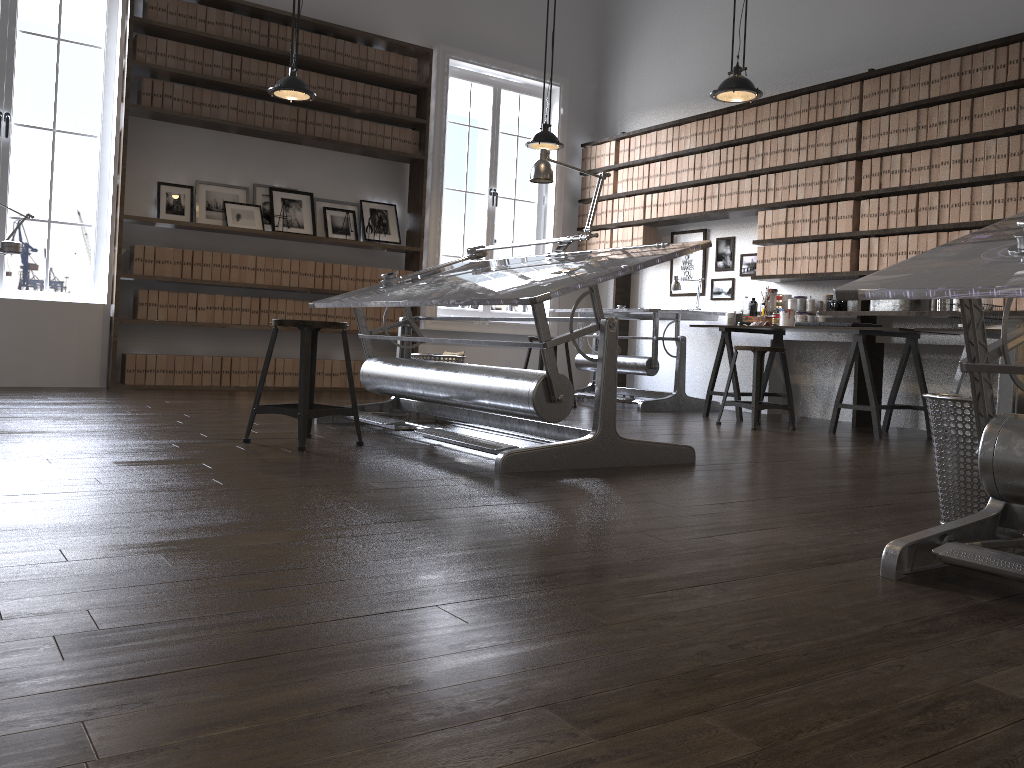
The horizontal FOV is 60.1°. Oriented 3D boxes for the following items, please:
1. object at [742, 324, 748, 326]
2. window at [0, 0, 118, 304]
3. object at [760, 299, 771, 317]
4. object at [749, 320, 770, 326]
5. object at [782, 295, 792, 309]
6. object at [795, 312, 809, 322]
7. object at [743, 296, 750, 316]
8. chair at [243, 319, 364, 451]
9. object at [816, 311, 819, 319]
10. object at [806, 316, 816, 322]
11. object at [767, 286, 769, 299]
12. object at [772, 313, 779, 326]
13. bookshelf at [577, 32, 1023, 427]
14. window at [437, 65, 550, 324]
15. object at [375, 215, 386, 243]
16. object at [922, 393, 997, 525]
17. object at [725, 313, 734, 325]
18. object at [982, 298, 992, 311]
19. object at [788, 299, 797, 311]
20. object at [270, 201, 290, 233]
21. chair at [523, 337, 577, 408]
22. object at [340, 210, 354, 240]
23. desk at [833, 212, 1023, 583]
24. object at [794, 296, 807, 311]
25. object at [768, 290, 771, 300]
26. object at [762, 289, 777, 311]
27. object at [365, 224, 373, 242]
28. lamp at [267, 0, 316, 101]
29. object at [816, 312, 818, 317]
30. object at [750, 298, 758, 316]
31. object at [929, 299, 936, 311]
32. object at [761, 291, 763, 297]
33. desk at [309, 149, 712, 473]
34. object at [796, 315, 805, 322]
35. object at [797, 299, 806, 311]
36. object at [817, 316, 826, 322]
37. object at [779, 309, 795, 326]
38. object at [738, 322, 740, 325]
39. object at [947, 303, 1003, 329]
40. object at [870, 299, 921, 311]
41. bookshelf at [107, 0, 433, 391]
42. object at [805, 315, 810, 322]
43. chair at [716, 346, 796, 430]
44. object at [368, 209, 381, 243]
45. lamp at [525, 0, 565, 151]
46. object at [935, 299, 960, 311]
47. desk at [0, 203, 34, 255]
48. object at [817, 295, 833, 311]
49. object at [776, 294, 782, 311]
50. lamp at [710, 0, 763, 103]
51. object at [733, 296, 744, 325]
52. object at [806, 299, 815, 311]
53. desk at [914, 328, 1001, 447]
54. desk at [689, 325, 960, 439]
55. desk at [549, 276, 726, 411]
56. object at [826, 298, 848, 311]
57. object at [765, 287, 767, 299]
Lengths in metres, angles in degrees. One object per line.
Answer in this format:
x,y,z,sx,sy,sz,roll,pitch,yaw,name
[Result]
1.692,-0.423,6.390,0.011,0.017,0.172,3,3,-3,object
-3.538,-1.770,6.151,1.481,2.498,0.153,2,0,-34,window
1.996,-0.561,6.537,0.344,0.146,0.077,2,0,-12,object
1.761,-0.428,6.305,0.132,0.050,0.197,3,3,-5,object
2.079,-0.610,6.703,0.070,0.130,0.070,3,0,4,object
2.082,-0.454,6.362,0.094,0.128,0.095,2,1,-30,object
1.752,-0.541,6.651,0.068,0.237,0.069,3,0,-37,object
-0.862,-0.002,3.732,0.359,0.528,0.371,3,1,34,chair
2.162,-0.454,6.290,0.004,0.133,0.029,3,0,-39,object
2.106,-0.434,6.237,0.062,0.093,0.063,3,1,15,object
1.876,-0.610,6.513,0.021,0.228,0.007,3,0,-22,object
1.897,-0.456,6.374,0.049,0.112,0.050,3,0,-38,object
3.328,-0.483,4.959,0.373,3.206,9.193,3,2,-34,bookshelf
-0.195,-1.716,8.279,1.243,2.310,0.153,3,0,-34,window
-1.134,-1.322,7.612,0.110,0.262,0.040,3,0,-34,object
1.364,0.228,2.543,0.353,0.378,0.353,3,1,-13,object
1.640,-0.481,6.661,0.068,0.104,0.068,2,1,-30,object
2.893,-0.501,5.433,0.094,0.128,0.095,2,1,-27,object
2.080,-0.581,6.571,0.062,0.094,0.062,3,1,41,object
-1.849,-1.331,7.065,0.174,0.260,0.040,2,0,-34,object
0.269,-0.089,6.749,0.358,0.528,0.372,2,1,-26,chair
-1.379,-1.323,7.401,0.124,0.260,0.040,3,0,-34,object
1.759,-0.208,1.491,1.075,1.386,2.072,2,2,-34,desk
2.165,-0.593,6.645,0.094,0.128,0.095,3,1,-4,object
1.873,-0.596,6.501,0.006,0.193,0.055,3,0,-35,object
1.960,-0.636,6.747,0.107,0.177,0.107,2,1,-33,object
-1.208,-1.272,7.486,0.066,0.166,0.040,3,0,-34,object
-1.388,-3.017,5.811,0.311,2.253,0.312,3,0,35,lamp
2.154,-0.455,6.293,0.005,0.118,0.036,3,0,-40,object
1.822,-0.536,6.699,0.068,0.230,0.069,3,0,-37,object
2.780,-0.552,5.810,0.079,0.188,0.078,3,0,35,object
1.858,-0.591,6.515,0.008,0.186,0.071,3,0,-33,object
-0.123,-0.428,4.264,1.075,1.386,2.284,2,2,-34,desk
2.039,-0.438,6.258,0.062,0.094,0.062,3,1,6,object
2.130,-0.576,6.522,0.062,0.093,0.063,3,1,41,object
2.172,-0.431,6.226,0.062,0.094,0.062,3,1,15,object
1.967,-0.465,6.341,0.104,0.142,0.105,2,1,-42,object
1.694,-0.439,6.553,0.049,0.037,0.049,2,2,-38,object
2.715,-0.385,5.193,0.284,0.161,0.204,1,2,-34,object
2.576,-0.558,5.954,0.192,0.152,0.317,2,2,-35,object
-1.916,-1.100,7.213,2.471,3.724,0.413,2,0,-34,bookshelf
2.090,-0.438,6.293,0.044,0.101,0.045,3,0,-35,object
1.578,0.024,5.693,0.358,0.528,0.372,2,1,-26,chair
-1.174,-1.342,7.550,0.118,0.304,0.040,3,0,-34,object
0.311,-2.989,6.962,0.311,2.253,0.312,3,0,35,lamp
2.798,-0.592,5.649,0.181,0.272,0.156,3,1,40,object
-3.120,-0.487,4.541,1.170,1.189,1.271,2,2,-34,desk
2.261,-0.566,6.403,0.107,0.161,0.236,3,2,21,object
2.037,-0.615,6.760,0.051,0.139,0.050,3,0,-37,object
1.408,-2.861,5.354,0.311,2.253,0.312,3,0,35,lamp
1.693,-0.538,6.611,0.068,0.230,0.069,3,0,-37,object
2.184,-0.572,6.483,0.062,0.094,0.062,3,1,41,object
3.018,0.074,4.543,0.655,0.669,1.671,2,2,-34,desk
2.028,-0.042,6.003,0.655,0.669,1.671,2,2,-34,desk
1.095,-0.369,7.339,1.070,1.098,1.271,2,2,-34,desk
2.297,-0.566,6.295,0.091,0.109,0.171,2,2,-34,object
1.859,-0.602,6.496,0.007,0.214,0.055,3,0,1,object
